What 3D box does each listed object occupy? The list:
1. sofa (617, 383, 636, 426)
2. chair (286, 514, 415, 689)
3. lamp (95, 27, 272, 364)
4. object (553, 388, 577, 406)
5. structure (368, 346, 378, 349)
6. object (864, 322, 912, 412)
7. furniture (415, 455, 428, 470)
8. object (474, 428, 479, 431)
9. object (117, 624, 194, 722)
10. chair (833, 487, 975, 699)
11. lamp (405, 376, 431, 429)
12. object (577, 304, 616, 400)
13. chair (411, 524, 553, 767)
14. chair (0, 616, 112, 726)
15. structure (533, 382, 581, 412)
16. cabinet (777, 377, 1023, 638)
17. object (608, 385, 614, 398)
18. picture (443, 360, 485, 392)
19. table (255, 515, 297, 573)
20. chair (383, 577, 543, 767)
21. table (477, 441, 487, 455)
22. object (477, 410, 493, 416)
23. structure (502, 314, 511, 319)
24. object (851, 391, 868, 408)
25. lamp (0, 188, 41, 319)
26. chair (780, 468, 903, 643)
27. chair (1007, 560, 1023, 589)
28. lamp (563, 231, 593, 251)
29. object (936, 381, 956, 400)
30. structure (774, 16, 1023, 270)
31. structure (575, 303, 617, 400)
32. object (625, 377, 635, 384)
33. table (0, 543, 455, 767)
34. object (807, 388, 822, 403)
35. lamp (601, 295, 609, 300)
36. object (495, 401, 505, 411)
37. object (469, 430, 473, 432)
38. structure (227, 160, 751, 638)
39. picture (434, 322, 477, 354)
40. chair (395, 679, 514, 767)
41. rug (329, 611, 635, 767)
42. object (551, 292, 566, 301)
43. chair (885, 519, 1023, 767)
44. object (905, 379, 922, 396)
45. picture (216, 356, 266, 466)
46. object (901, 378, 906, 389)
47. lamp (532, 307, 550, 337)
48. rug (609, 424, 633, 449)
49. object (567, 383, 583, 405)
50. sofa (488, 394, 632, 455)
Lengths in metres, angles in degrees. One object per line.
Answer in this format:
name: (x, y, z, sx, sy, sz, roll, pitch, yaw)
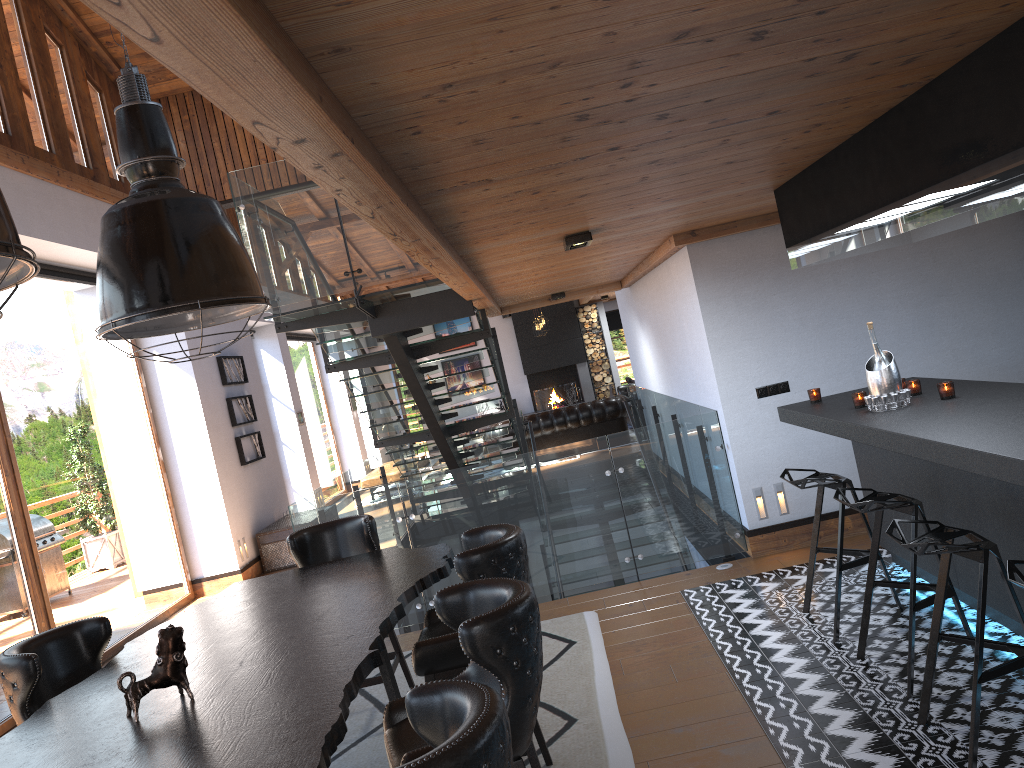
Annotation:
sofa: (2.786, 0.313, 17.161, 1.239, 0.838, 2.567, -13, 1, 1)
chair: (-0.894, 1.317, 4.872, 0.504, 1.092, 0.568, -13, 1, 0)
lamp: (-1.692, -2.380, 3.258, 0.630, 4.684, 0.613, -14, 1, -44)
object: (1.066, 0.363, 16.564, 0.404, 0.808, 0.623, -12, 1, 13)
structure: (-3.170, -0.982, 19.966, 0.213, 0.349, 0.214, -13, 1, 1)
object: (1.886, -0.098, 4.537, 0.226, 0.452, 0.225, -13, 1, 1)
furniture: (-1.982, 1.623, 15.768, 1.175, 0.436, 2.761, -13, 1, 2)
object: (-0.628, 0.785, 15.483, 0.088, 0.286, 0.086, -13, 1, -22)
object: (-1.142, 0.911, 2.822, 0.224, 0.253, 0.114, -13, 1, -36)
chair: (1.799, 0.866, 4.009, 0.470, 0.839, 0.538, -13, 1, -2)
lamp: (-1.944, 0.789, 18.926, 0.522, 1.898, 1.334, -12, 1, 23)
object: (1.921, -0.463, 19.786, 0.493, 2.611, 0.466, -13, 1, 1)
chair: (-0.113, 1.174, 3.620, 0.568, 1.092, 0.504, -13, 1, 0)
chair: (-1.644, 1.528, 3.581, 0.566, 1.092, 0.506, -12, 1, 10)
structure: (0.998, 0.304, 19.663, 0.982, 0.514, 0.183, -13, 1, 0)
cabinet: (2.180, 0.666, 3.279, 0.888, 1.103, 4.804, -13, 1, 2)
object: (2.210, 0.416, 19.481, 0.269, 0.795, 0.262, -13, 1, -15)
picture: (-1.090, -0.192, 20.050, 0.879, 0.816, 0.036, -13, 1, 0)
table: (-2.570, 1.866, 10.836, 0.684, 0.469, 1.255, -13, 1, 2)
chair: (-0.091, 1.194, 2.657, 0.572, 1.092, 0.501, -13, 1, -15)
table: (-0.609, 1.233, 15.571, 0.405, 0.609, 0.418, -13, 1, 1)
object: (-0.625, 0.633, 19.724, 0.262, 0.532, 0.422, -13, 1, -30)
structure: (-0.145, -1.659, 19.941, 0.213, 0.349, 0.214, -13, 1, 1)
object: (1.884, 0.086, 4.798, 0.080, 0.081, 0.078, -13, 1, -34)
lamp: (-1.737, -2.329, 1.666, 0.630, 4.684, 0.613, -14, 1, -44)
chair: (1.779, 0.851, 4.766, 0.469, 0.839, 0.539, -13, 1, 1)
chair: (1.766, 0.911, 2.512, 0.470, 0.839, 0.538, -13, 1, -2)
lamp: (0.375, -0.829, 5.104, 0.155, 0.068, 0.261, -13, 1, 2)
object: (2.165, 0.032, 4.416, 0.080, 0.081, 0.078, -13, 1, -34)
structure: (1.843, -0.908, 3.439, 0.710, 0.476, 3.252, -13, 1, 2)
structure: (1.926, -0.470, 19.776, 0.501, 2.616, 0.512, -13, 1, 1)
object: (2.516, -0.015, 18.696, 0.147, 0.319, 0.251, -12, 1, 42)
table: (-0.905, 1.465, 2.879, 1.429, 0.949, 3.799, -13, 1, 2)
object: (1.869, 0.072, 5.470, 0.078, 0.081, 0.080, -12, 1, 36)
lamp: (1.972, -1.851, 18.899, 0.155, 0.068, 0.261, -13, 1, 2)
object: (-0.193, 0.562, 19.786, 0.338, 0.455, 0.337, -12, 1, 27)
object: (-0.728, 0.808, 15.488, 0.086, 0.286, 0.089, -12, 1, 41)
structure: (-2.552, 1.771, 8.229, 9.207, 6.397, 11.033, -13, 1, 1)
picture: (-1.308, -1.163, 20.034, 0.879, 0.816, 0.036, -13, 1, 0)
chair: (-0.176, 1.244, 1.838, 0.566, 1.092, 0.506, -12, 1, 10)
rug: (-0.737, 1.885, 3.209, 2.550, 0.047, 5.635, -13, 1, 2)
object: (0.510, -0.980, 9.846, 0.155, 0.068, 0.261, -13, 1, 2)
chair: (1.707, 0.906, 3.226, 0.468, 0.839, 0.540, -13, 1, 7)
object: (2.176, 0.020, 4.799, 0.080, 0.081, 0.078, -13, 1, -34)
picture: (-3.285, 0.305, 10.786, 0.059, 1.312, 0.774, -13, 1, 2)
object: (2.181, 0.014, 4.989, 0.080, 0.081, 0.078, -13, 1, -34)
lamp: (0.336, -2.010, 17.137, 0.262, 2.201, 0.800, -13, 1, -7)
rug: (2.401, 0.815, 16.637, 2.430, 0.053, 4.048, -13, 1, 2)
object: (1.415, 0.479, 19.291, 0.312, 1.017, 0.303, -14, 1, -43)
sofa: (0.844, 0.803, 15.041, 2.566, 0.838, 1.240, -13, 1, 0)
